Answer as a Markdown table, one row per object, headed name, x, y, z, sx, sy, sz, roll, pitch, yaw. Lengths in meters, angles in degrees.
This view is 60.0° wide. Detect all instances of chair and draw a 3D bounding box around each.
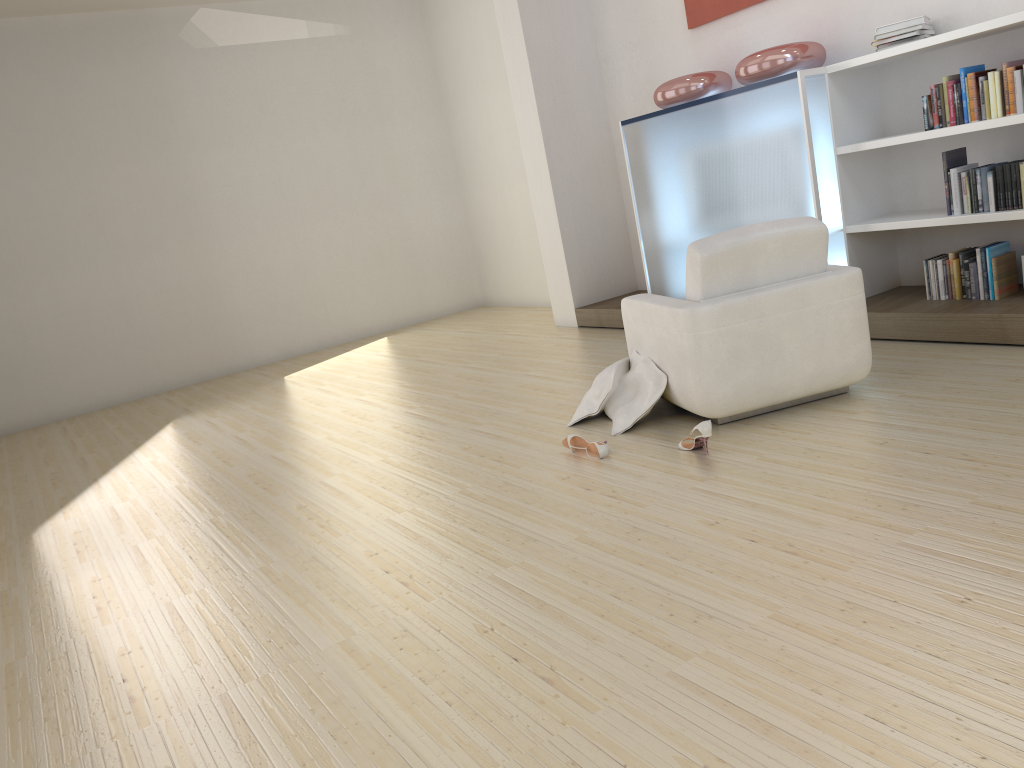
| name | x | y | z | sx | sy | sz | roll | pitch | yaw |
| --- | --- | --- | --- | --- | --- | --- | --- | --- | --- |
| chair | 1.116 | -0.374 | 4.383 | 0.919 | 0.828 | 0.941 | -13 | 12 | -9 |

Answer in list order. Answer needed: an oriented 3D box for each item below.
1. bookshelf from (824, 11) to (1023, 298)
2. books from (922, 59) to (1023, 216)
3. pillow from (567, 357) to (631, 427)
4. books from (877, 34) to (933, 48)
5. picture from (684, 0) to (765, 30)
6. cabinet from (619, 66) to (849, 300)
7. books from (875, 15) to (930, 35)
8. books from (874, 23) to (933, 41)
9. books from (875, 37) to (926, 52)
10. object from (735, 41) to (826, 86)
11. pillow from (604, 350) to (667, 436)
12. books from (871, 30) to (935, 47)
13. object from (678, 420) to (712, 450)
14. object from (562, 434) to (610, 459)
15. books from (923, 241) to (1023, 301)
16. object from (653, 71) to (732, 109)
| name | x | y | z | sx | sy | sz | roll | pitch | yaw |
| --- | --- | --- | --- | --- | --- | --- | --- | --- | --- |
| bookshelf | 2.542 | -1.168 | 4.707 | 0.465 | 1.396 | 1.599 | -18 | 13 | -28 |
| books | 2.533 | -1.264 | 4.480 | 0.215 | 0.743 | 0.831 | -18 | 13 | -28 |
| pillow | 0.512 | 0.006 | 4.807 | 0.299 | 0.287 | 0.712 | -6 | 13 | 23 |
| books | 2.186 | -1.899 | 4.929 | 0.247 | 0.018 | 0.287 | -3 | 14 | 34 |
| picture | 2.045 | -2.854 | 5.044 | 0.030 | 0.794 | 3.227 | -18 | 13 | -28 |
| cabinet | 1.628 | -1.267 | 6.041 | 0.689 | 1.396 | 1.670 | -18 | 13 | -28 |
| books | 2.167 | -1.976 | 4.908 | 0.247 | 0.038 | 0.319 | -4 | 14 | 32 |
| books | 2.173 | -1.945 | 4.914 | 0.247 | 0.027 | 0.328 | -3 | 15 | 36 |
| books | 2.186 | -1.880 | 4.928 | 0.247 | 0.018 | 0.328 | -3 | 15 | 36 |
| object | 1.672 | -2.001 | 5.536 | 0.546 | 0.206 | 0.534 | -10 | 12 | 8 |
| pillow | 0.582 | 0.018 | 4.523 | 0.312 | 0.315 | 0.615 | -12 | 12 | -2 |
| books | 2.166 | -1.913 | 4.907 | 0.247 | 0.025 | 0.287 | 0 | 17 | 44 |
| object | 0.778 | 0.212 | 3.783 | 0.089 | 0.149 | 0.265 | -15 | 12 | -16 |
| object | 0.359 | 0.275 | 4.069 | 0.121 | 0.091 | 0.287 | -18 | 14 | -29 |
| books | 2.670 | -0.586 | 4.590 | 0.274 | 0.281 | 1.125 | -16 | 13 | -21 |
| object | 1.267 | -2.067 | 6.227 | 0.534 | 0.206 | 0.546 | -22 | 16 | -40 |
